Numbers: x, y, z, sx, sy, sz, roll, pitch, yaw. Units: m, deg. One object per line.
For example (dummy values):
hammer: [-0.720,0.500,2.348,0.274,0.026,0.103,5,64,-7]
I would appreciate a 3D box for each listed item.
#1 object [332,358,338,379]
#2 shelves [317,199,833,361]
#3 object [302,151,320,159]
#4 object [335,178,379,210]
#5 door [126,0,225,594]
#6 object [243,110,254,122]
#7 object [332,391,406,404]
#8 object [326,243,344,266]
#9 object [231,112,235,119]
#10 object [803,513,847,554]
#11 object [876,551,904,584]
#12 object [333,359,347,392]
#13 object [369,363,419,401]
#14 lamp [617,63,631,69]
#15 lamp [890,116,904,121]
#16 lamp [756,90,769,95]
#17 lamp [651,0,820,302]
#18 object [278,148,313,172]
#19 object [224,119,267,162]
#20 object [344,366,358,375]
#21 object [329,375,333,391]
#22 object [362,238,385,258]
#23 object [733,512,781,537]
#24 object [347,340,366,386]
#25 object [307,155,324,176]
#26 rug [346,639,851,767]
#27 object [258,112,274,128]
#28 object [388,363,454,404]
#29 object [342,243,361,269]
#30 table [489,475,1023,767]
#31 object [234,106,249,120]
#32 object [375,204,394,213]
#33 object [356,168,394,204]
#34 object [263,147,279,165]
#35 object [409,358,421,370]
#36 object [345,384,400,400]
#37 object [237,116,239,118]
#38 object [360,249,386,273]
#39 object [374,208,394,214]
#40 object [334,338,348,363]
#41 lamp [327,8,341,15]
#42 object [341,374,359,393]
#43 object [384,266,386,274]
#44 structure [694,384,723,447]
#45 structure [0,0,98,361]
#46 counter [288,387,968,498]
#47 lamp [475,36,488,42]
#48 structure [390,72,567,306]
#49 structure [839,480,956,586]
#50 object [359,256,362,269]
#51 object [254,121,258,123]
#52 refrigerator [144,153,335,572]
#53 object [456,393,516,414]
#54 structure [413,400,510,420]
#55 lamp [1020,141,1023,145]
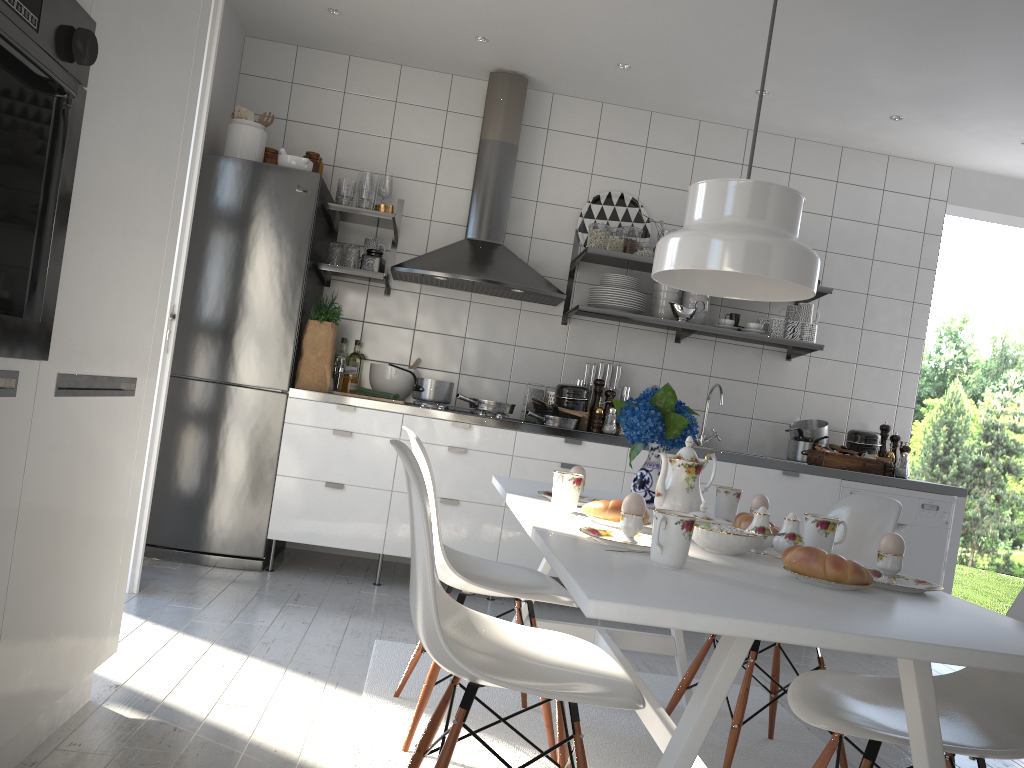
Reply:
object: [-0.891,-0.044,4.456,0.059,0.172,0.059,9,1,44]
shelves: [0.331,-0.571,4.506,2.541,0.512,0.426,9,0,-5]
object: [-1.000,-1.046,4.391,0.097,0.195,0.097,9,0,-6]
object: [-0.759,-0.904,4.308,0.190,0.134,0.228,9,-1,-15]
door: [-1.519,-0.410,3.364,0.601,2.327,0.157,9,1,15]
object: [-1.229,-1.141,4.106,0.064,0.290,0.140,8,0,-32]
object: [-0.667,0.064,4.160,0.330,0.012,0.220,9,-2,-5]
object: [-0.857,-0.623,4.310,0.086,0.119,0.086,9,0,5]
object: [-1.260,-1.126,4.088,0.117,0.251,0.061,9,1,25]
object: [0.700,0.347,2.003,0.090,0.095,0.078,8,0,31]
object: [0.736,0.359,1.732,0.048,0.057,0.048,8,0,35]
object: [-0.857,-0.041,4.400,0.059,0.172,0.059,9,1,44]
object: [-0.606,0.000,4.491,0.246,0.175,0.248,8,-1,35]
lamp: [0.532,-1.514,4.194,0.064,0.030,0.064,9,-1,-13]
lamp: [1.877,-1.308,4.322,0.064,0.030,0.064,9,-1,-13]
lamp: [1.205,-1.411,4.258,0.064,0.030,0.064,9,-1,-13]
lamp: [0.609,-0.881,2.050,0.372,1.323,0.374,9,1,26]
object: [-1.004,-1.011,4.102,0.159,0.110,0.172,9,-1,-10]
object: [-1.233,-1.096,4.097,0.174,0.208,0.174,9,0,-10]
object: [-0.827,-0.018,4.473,0.077,0.141,0.044,9,1,-5]
object: [-0.898,-0.004,4.353,0.046,0.084,0.046,8,0,-28]
object: [-0.709,-0.686,4.518,0.108,0.100,0.083,8,0,29]
object: [0.601,0.347,2.155,0.124,0.057,0.161,8,-1,10]
object: [-0.795,-0.083,4.525,0.089,0.282,0.082,9,1,-5]
object: [-0.964,-1.022,4.292,0.093,0.154,0.093,9,0,17]
rug: [0.323,1.009,2.075,1.427,0.004,2.309,9,-2,-5]
object: [-1.196,-1.136,4.137,0.131,0.296,0.056,8,1,-26]
object: [-0.432,0.005,4.349,0.199,0.154,0.349,8,-1,34]
object: [-0.770,-0.611,4.262,0.086,0.119,0.086,9,0,-9]
table: [0.369,0.682,2.115,0.814,0.660,1.825,9,-1,-5]
object: [-1.264,-1.133,4.064,0.054,0.262,0.148,8,0,-30]
object: [-0.629,-0.855,4.342,0.100,0.048,0.100,8,-1,18]
object: [-0.701,-0.946,4.505,0.193,0.244,0.205,9,0,-7]
object: [-1.180,-1.055,4.278,0.113,0.154,0.113,9,0,23]
object: [-0.556,-0.031,4.524,0.222,0.232,0.080,9,0,-45]
object: [-0.669,0.040,4.157,0.276,0.053,0.142,8,-1,10]
object: [-1.241,-1.121,4.133,0.118,0.250,0.033,9,1,-5]
object: [-0.680,-0.597,4.345,0.100,0.123,0.100,9,0,5]
object: [-0.630,-0.833,4.343,0.100,0.036,0.100,8,-1,14]
object: [-0.876,-0.096,4.522,0.066,0.282,0.066,8,1,-10]
lamp: [-0.813,-1.720,4.066,0.064,0.030,0.064,9,-1,-13]
object: [-0.799,0.003,4.373,0.078,0.101,0.078,9,0,-39]
object: [-0.691,-0.582,4.525,0.108,0.100,0.083,9,0,-16]
structure: [1.066,0.177,4.664,0.189,0.353,0.273,8,0,-29]
structure: [-0.892,-0.365,1.327,0.322,0.609,0.726,9,-1,-5]
counter: [0.567,0.285,4.434,3.240,0.045,0.650,9,-1,-5]
lamp: [-0.140,-1.617,4.130,0.064,0.030,0.064,9,-1,-13]
structure: [-0.090,-1.017,4.432,0.869,1.093,0.472,9,0,-5]
structure: [1.766,0.893,4.481,0.574,0.791,0.508,9,0,-5]
object: [-0.773,-0.595,4.517,0.108,0.100,0.083,9,0,-16]
object: [-1.208,-1.115,4.140,0.051,0.247,0.114,8,1,-40]
refrigerator: [-1.298,-0.087,4.230,0.576,1.801,0.693,9,0,-5]
object: [-0.150,0.092,4.268,0.352,0.061,0.231,9,-2,-27]
structure: [-0.253,0.123,4.347,0.467,0.029,0.490,9,-2,-5]
lamp: [2.551,-1.204,4.386,0.064,0.030,0.064,9,-1,-13]
